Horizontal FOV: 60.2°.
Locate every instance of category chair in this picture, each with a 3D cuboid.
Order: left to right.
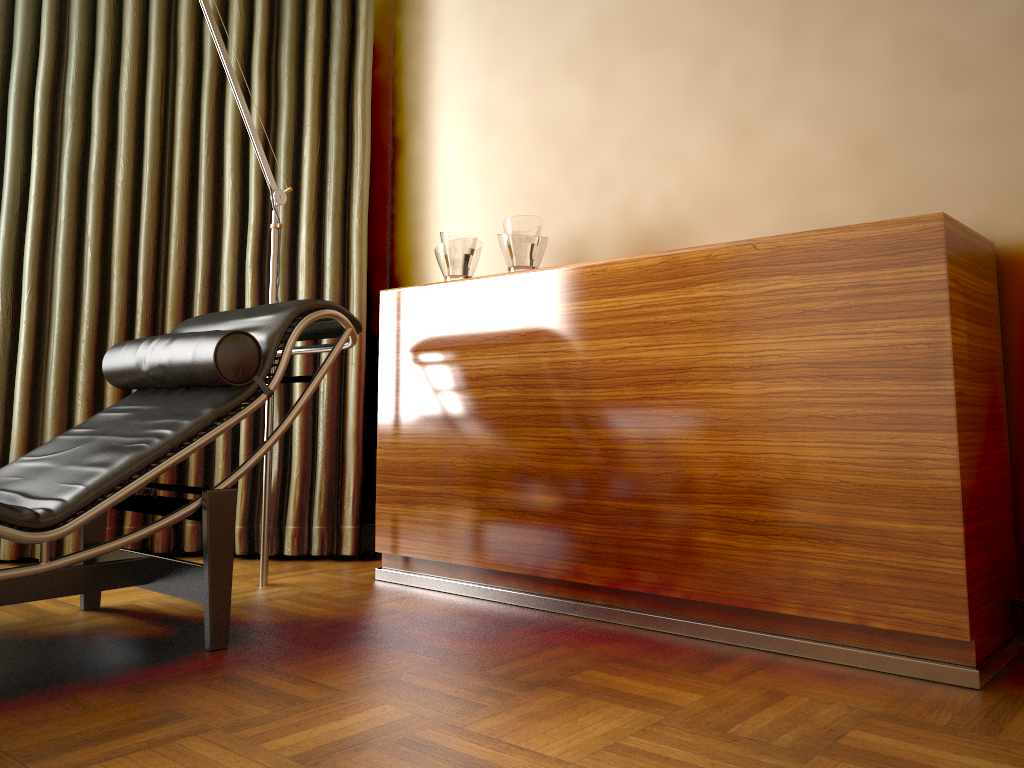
[{"bbox_3d":[-1.169,0.167,1.820,0.633,0.805,1.780,-4,-5,41],"label":"chair"}]

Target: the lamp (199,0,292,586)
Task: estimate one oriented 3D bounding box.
[{"bbox_3d":[-1.047,-0.366,2.150,0.449,1.987,1.408,-7,-9,44],"label":"lamp"}]

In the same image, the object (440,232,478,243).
[{"bbox_3d":[-0.171,-0.415,2.830,0.122,0.151,0.122,-2,-6,23],"label":"object"}]

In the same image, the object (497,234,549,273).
[{"bbox_3d":[0.032,-0.383,2.651,0.155,0.156,0.155,-3,-5,31],"label":"object"}]

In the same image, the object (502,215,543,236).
[{"bbox_3d":[0.032,-0.422,2.656,0.122,0.151,0.121,-2,-5,20],"label":"object"}]

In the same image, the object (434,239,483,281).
[{"bbox_3d":[-0.171,-0.377,2.825,0.156,0.156,0.154,0,-5,-2],"label":"object"}]

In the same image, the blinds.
[{"bbox_3d":[-1.297,-0.632,3.251,1.532,2.478,0.222,0,-7,-4],"label":"blinds"}]

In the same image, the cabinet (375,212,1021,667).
[{"bbox_3d":[0.348,0.120,2.376,1.668,0.871,0.413,-3,-6,40],"label":"cabinet"}]
